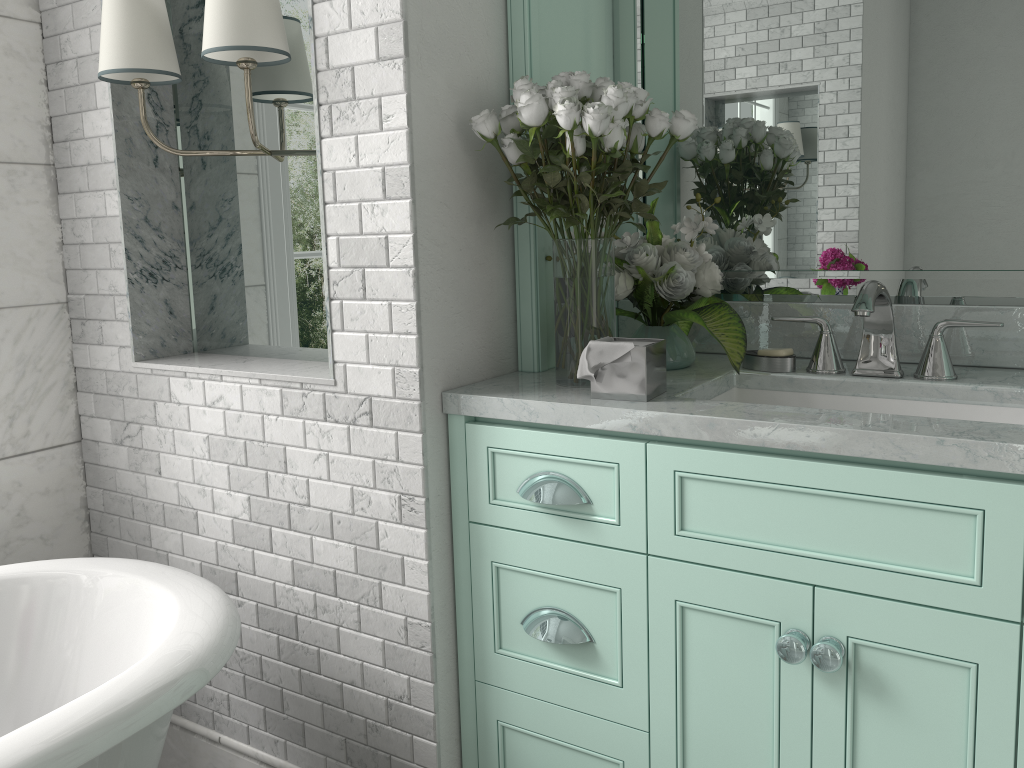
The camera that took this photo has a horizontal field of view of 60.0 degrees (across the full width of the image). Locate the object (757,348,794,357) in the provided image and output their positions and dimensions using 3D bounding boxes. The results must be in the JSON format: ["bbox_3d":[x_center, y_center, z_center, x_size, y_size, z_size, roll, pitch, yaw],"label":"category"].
[{"bbox_3d":[0.588,-0.070,1.979,0.052,0.022,0.077,-9,12,-36],"label":"object"}]

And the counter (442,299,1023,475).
[{"bbox_3d":[1.256,-0.001,1.414,2.810,0.180,0.828,5,12,33],"label":"counter"}]

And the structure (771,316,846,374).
[{"bbox_3d":[0.650,-0.088,1.944,0.157,0.121,0.083,1,9,17],"label":"structure"}]

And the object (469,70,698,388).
[{"bbox_3d":[0.147,-0.318,1.860,0.357,0.650,0.393,6,11,44],"label":"object"}]

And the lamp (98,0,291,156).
[{"bbox_3d":[-0.680,-0.724,2.020,0.548,0.381,0.310,4,10,33],"label":"lamp"}]

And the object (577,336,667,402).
[{"bbox_3d":[0.212,-0.033,1.727,0.136,0.112,0.147,3,10,28],"label":"object"}]

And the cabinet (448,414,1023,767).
[{"bbox_3d":[1.265,0.628,1.479,2.800,1.092,0.867,4,10,33],"label":"cabinet"}]

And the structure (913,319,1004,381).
[{"bbox_3d":[0.905,-0.072,1.805,0.157,0.121,0.083,1,9,17],"label":"structure"}]

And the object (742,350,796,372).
[{"bbox_3d":[0.579,-0.052,1.998,0.080,0.035,0.134,-9,12,-38],"label":"object"}]

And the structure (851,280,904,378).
[{"bbox_3d":[0.743,-0.108,1.796,0.103,0.204,0.236,1,9,22],"label":"structure"}]

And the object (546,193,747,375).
[{"bbox_3d":[0.346,-0.233,2.056,0.453,0.400,0.396,4,11,34],"label":"object"}]

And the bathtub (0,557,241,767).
[{"bbox_3d":[-1.309,0.942,1.141,0.942,0.753,2.176,4,11,32],"label":"bathtub"}]

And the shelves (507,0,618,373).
[{"bbox_3d":[1.288,-1.019,1.371,2.812,2.112,0.467,4,10,33],"label":"shelves"}]

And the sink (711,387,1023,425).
[{"bbox_3d":[0.662,0.086,1.702,0.603,0.078,0.348,4,12,33],"label":"sink"}]

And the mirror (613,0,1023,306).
[{"bbox_3d":[0.860,-1.133,1.870,1.437,1.922,0.015,4,9,33],"label":"mirror"}]
